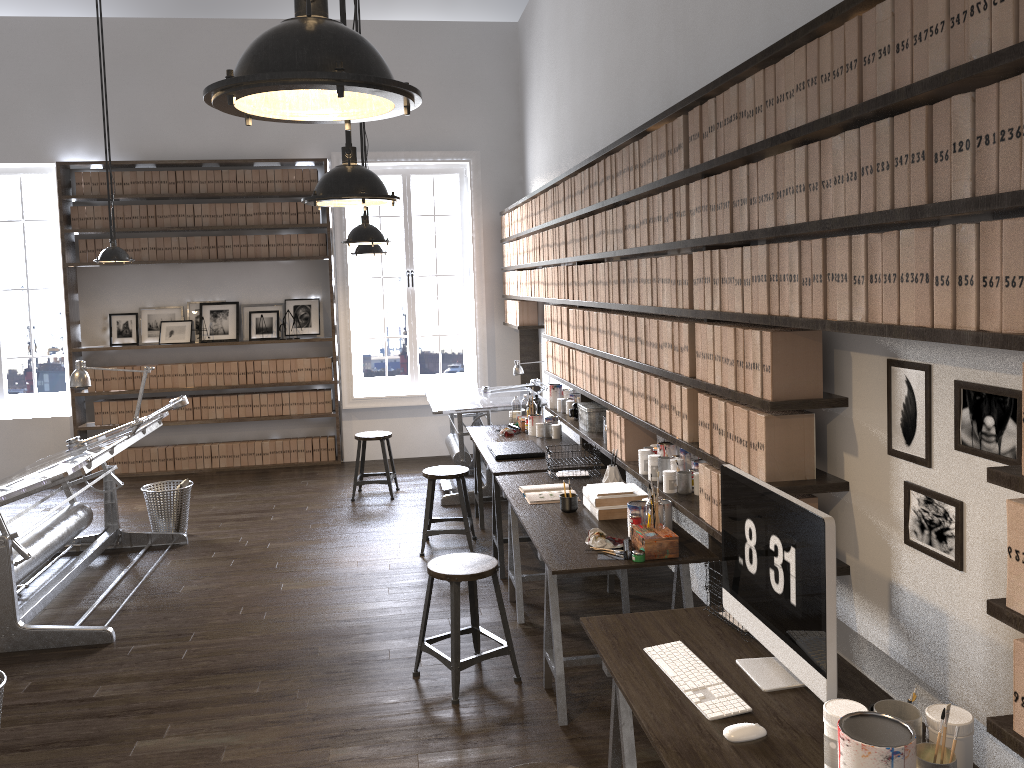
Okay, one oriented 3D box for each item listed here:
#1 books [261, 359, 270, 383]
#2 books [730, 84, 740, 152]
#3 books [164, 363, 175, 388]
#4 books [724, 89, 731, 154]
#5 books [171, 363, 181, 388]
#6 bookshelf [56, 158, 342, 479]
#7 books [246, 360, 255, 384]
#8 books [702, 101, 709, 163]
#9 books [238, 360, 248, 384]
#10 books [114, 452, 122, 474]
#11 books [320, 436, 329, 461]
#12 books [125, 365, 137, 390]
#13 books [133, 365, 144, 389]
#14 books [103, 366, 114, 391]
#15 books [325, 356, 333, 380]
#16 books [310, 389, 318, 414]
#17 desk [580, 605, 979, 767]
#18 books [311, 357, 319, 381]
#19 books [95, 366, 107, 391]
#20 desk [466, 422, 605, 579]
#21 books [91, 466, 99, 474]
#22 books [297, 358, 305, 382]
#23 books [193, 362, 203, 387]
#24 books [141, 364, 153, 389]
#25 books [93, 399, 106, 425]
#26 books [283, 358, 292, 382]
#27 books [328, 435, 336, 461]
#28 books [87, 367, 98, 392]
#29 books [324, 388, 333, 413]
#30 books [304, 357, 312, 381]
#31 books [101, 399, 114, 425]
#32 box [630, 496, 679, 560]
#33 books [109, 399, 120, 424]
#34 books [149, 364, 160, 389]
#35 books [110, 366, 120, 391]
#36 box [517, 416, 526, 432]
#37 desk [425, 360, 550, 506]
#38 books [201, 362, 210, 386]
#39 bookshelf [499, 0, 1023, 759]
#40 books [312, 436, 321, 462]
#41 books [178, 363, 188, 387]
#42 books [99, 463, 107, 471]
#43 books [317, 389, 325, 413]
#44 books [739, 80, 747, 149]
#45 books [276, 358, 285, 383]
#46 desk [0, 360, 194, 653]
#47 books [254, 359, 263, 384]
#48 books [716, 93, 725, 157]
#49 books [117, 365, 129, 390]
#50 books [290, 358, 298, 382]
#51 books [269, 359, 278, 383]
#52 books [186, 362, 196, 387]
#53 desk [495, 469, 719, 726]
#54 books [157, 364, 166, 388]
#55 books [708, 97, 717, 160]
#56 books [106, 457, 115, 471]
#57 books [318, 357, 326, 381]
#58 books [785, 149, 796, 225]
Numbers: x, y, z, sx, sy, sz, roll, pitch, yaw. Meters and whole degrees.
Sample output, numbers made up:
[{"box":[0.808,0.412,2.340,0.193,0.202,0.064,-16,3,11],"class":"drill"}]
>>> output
[{"box":[-2.433,-0.125,8.775,0.067,0.225,0.175,-2,5,-8],"class":"books"},{"box":[0.838,-0.903,3.019,0.174,0.225,0.067,-3,4,-8],"class":"books"},{"box":[-3.338,-0.080,8.642,0.067,0.225,0.175,-2,5,-8],"class":"books"},{"box":[0.834,-0.911,3.086,0.174,0.225,0.067,-3,4,-8],"class":"books"},{"box":[-3.273,-0.084,8.656,0.067,0.225,0.175,-2,5,-8],"class":"books"},{"box":[-2.984,-0.300,8.728,2.474,3.711,0.414,-3,4,-8],"class":"bookshelf"},{"box":[-2.577,-0.118,8.753,0.067,0.225,0.175,-2,5,-8],"class":"books"},{"box":[0.804,-0.935,3.296,0.174,0.225,0.067,-3,4,-8],"class":"books"},{"box":[-2.651,-0.115,8.748,0.067,0.225,0.175,-2,5,-8],"class":"books"},{"box":[-3.815,0.744,8.623,0.067,0.225,0.175,-2,5,-8],"class":"books"},{"box":[-1.887,0.647,8.906,0.067,0.225,0.175,-2,5,-8],"class":"books"},{"box":[-3.689,-0.062,8.592,0.067,0.225,0.175,-2,5,-8],"class":"books"},{"box":[-3.616,-0.067,8.608,0.067,0.225,0.175,-2,5,-8],"class":"books"},{"box":[-3.890,-0.052,8.561,0.067,0.225,0.175,-2,5,-8],"class":"books"},{"box":[-1.829,-0.155,8.861,0.067,0.225,0.175,-2,5,-8],"class":"books"},{"box":[-1.979,0.172,8.864,0.067,0.225,0.175,-2,5,-8],"class":"books"},{"box":[0.675,1.162,2.101,0.656,0.667,1.675,-3,6,-8],"class":"desk"},{"box":[-1.963,-0.149,8.846,0.067,0.225,0.175,-2,5,-8],"class":"books"},{"box":[-3.961,-0.049,8.551,0.067,0.225,0.175,-2,5,-8],"class":"books"},{"box":[0.106,0.732,5.958,0.656,0.667,1.675,-3,6,-8],"class":"desk"},{"box":[-4.026,0.754,8.597,0.067,0.225,0.175,-2,5,-8],"class":"books"},{"box":[-2.098,-0.142,8.825,0.067,0.225,0.175,-2,5,-8],"class":"books"},{"box":[-3.069,-0.094,8.686,0.067,0.225,0.175,-2,5,-8],"class":"books"},{"box":[-3.545,-0.070,8.613,0.067,0.225,0.175,-2,5,-8],"class":"books"},{"box":[-3.981,0.273,8.567,0.067,0.225,0.175,-2,5,-8],"class":"books"},{"box":[-2.225,-0.136,8.803,0.067,0.225,0.175,-2,5,-8],"class":"books"},{"box":[-1.812,0.644,8.915,0.067,0.225,0.175,-2,5,-8],"class":"books"},{"box":[-4.034,-0.045,8.544,0.067,0.225,0.175,-2,5,-8],"class":"books"},{"box":[-1.838,0.166,8.880,0.067,0.225,0.175,-2,5,-8],"class":"books"},{"box":[-2.032,-0.146,8.832,0.067,0.225,0.175,-2,5,-8],"class":"books"},{"box":[-3.909,0.270,8.578,0.067,0.225,0.175,-2,5,-8],"class":"books"},{"box":[0.560,0.559,3.504,0.137,0.206,0.212,-3,5,-8],"class":"box"},{"box":[-3.838,0.266,8.591,0.067,0.225,0.175,-2,5,-8],"class":"books"},{"box":[-3.476,-0.074,8.628,0.067,0.225,0.175,-2,5,-8],"class":"books"},{"box":[-3.828,-0.056,8.575,0.067,0.225,0.175,-2,5,-8],"class":"books"},{"box":[0.121,0.288,6.498,0.137,0.083,0.213,-3,6,-8],"class":"box"},{"box":[-0.169,0.336,7.554,1.071,1.094,1.274,-3,5,-8],"class":"desk"},{"box":[-3.001,-0.098,8.698,0.067,0.225,0.175,-2,5,-8],"class":"books"},{"box":[0.779,0.334,4.427,0.373,3.194,9.215,-2,6,-8],"class":"bookshelf"},{"box":[-1.959,0.652,8.890,0.067,0.225,0.175,-2,5,-8],"class":"books"},{"box":[-3.210,-0.087,8.663,0.067,0.225,0.175,-2,5,-8],"class":"books"},{"box":[-3.956,0.751,8.605,0.067,0.225,0.175,-2,5,-8],"class":"books"},{"box":[-1.908,0.169,8.874,0.067,0.225,0.175,-2,5,-8],"class":"books"},{"box":[0.852,-0.896,2.953,0.174,0.225,0.067,-3,4,-8],"class":"books"},{"box":[-2.293,-0.133,8.799,0.067,0.225,0.175,-2,5,-8],"class":"books"},{"box":[-2.617,0.533,5.320,1.077,1.381,2.289,-3,6,-8],"class":"desk"},{"box":[-2.504,-0.122,8.769,0.067,0.225,0.175,-2,5,-8],"class":"books"},{"box":[0.824,-0.919,3.156,0.174,0.225,0.067,-3,4,-8],"class":"books"},{"box":[-3.764,-0.059,8.586,0.067,0.225,0.175,-2,5,-8],"class":"books"},{"box":[-2.160,-0.139,8.817,0.067,0.225,0.175,-2,5,-8],"class":"books"},{"box":[-2.363,-0.129,8.789,0.067,0.225,0.175,-2,5,-8],"class":"books"},{"box":[-3.138,-0.090,8.672,0.067,0.225,0.175,-2,5,-8],"class":"books"},{"box":[0.363,0.926,4.216,0.656,0.667,1.675,-3,6,-8],"class":"desk"},{"box":[-3.406,-0.077,8.638,0.067,0.225,0.175,-2,5,-8],"class":"books"},{"box":[0.809,-0.927,3.226,0.174,0.225,0.067,-3,4,-8],"class":"books"},{"box":[-3.886,0.748,8.611,0.067,0.225,0.175,-2,5,-8],"class":"books"},{"box":[-1.894,-0.153,8.858,0.067,0.225,0.175,-2,5,-8],"class":"books"},{"box":[0.909,-0.583,2.637,0.174,0.225,0.067,-3,4,-8],"class":"books"}]
